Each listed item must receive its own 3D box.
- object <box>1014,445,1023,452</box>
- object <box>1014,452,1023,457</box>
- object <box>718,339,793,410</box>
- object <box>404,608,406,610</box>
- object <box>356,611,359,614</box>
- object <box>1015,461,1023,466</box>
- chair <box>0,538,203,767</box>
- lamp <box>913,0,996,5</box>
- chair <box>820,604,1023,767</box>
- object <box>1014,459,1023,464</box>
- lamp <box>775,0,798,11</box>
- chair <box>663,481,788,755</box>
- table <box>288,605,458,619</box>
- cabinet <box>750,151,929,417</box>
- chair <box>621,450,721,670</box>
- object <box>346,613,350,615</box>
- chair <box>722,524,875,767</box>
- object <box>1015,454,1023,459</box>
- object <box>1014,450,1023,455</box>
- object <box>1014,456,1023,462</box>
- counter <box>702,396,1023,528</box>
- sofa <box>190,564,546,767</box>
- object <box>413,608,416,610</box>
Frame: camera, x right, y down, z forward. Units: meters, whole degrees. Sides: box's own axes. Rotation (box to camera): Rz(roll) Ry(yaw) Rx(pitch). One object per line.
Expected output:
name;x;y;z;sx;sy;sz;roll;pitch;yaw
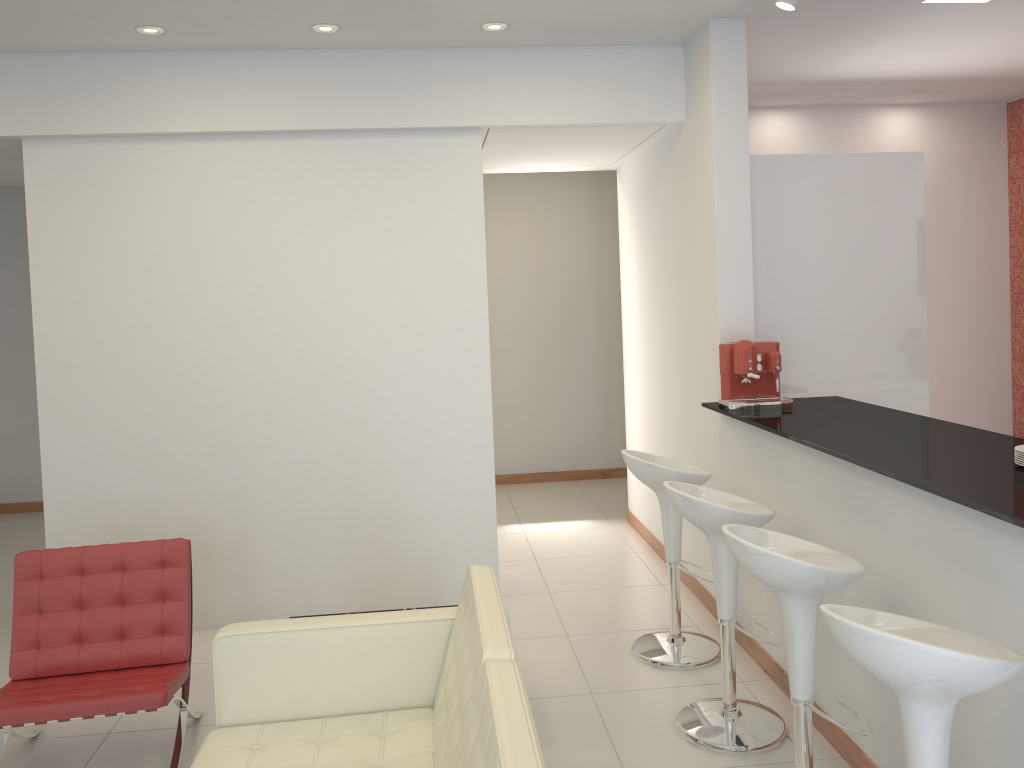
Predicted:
object;1.660;0.208;2.713;0.210;0.015;0.211;2;7;38
object;1.660;0.222;2.713;0.210;0.015;0.211;2;7;38
object;1.208;-0.051;4.328;0.321;0.336;0.321;-3;4;-5
object;-0.458;0.983;3.787;0.030;0.049;0.030;-2;3;2
object;-0.656;0.993;3.768;0.030;0.049;0.030;-2;3;2
object;1.661;0.250;2.714;0.210;0.015;0.211;2;7;38
chair;-1.676;1.114;3.528;0.700;0.815;0.708;-3;4;-10
lamp;2.242;-1.922;4.289;0.408;0.034;0.410;-3;5;-5
chair;1.012;1.042;2.160;0.465;1.018;0.458;-3;3;-19
object;1.661;0.243;2.714;0.210;0.015;0.211;2;7;38
lamp;1.263;-1.660;3.161;0.112;0.199;1.828;-3;5;-5
chair;0.870;0.907;3.617;0.464;1.018;0.458;-2;3;6
table;-0.498;1.254;3.645;0.916;0.421;0.703;-3;5;-5
cabinet;1.714;-0.077;5.686;1.057;2.517;1.641;-2;3;-5
chair;0.795;0.835;4.406;0.464;1.018;0.458;-2;3;6
object;-0.696;0.998;3.765;0.030;0.044;0.030;-2;3;2
chair;0.939;0.975;2.889;0.464;1.018;0.458;-2;3;6
object;1.661;0.229;2.713;0.210;0.015;0.211;2;7;38
object;1.660;0.215;2.713;0.210;0.015;0.211;2;7;38
object;1.661;0.236;2.714;0.210;0.015;0.211;2;7;38
counter;1.497;0.226;3.185;0.735;0.019;2.975;-3;5;-5
sofa;-0.382;1.176;1.751;1.001;0.920;2.574;-3;5;-5
object;-0.418;0.984;3.791;0.030;0.044;0.030;-2;3;2
